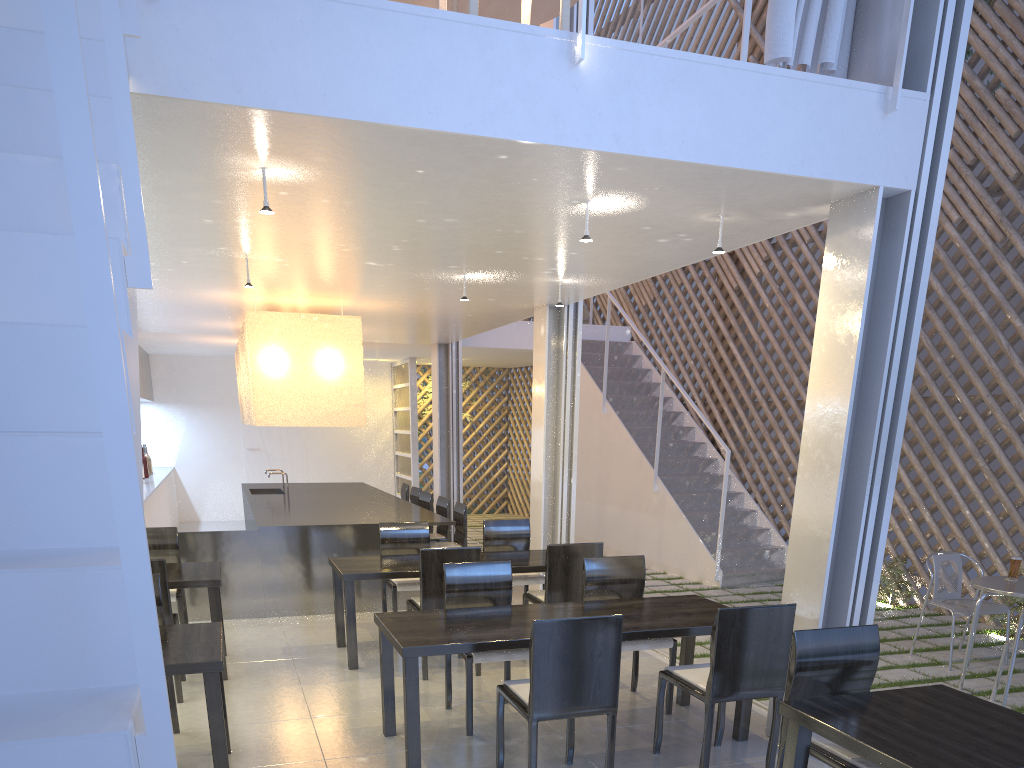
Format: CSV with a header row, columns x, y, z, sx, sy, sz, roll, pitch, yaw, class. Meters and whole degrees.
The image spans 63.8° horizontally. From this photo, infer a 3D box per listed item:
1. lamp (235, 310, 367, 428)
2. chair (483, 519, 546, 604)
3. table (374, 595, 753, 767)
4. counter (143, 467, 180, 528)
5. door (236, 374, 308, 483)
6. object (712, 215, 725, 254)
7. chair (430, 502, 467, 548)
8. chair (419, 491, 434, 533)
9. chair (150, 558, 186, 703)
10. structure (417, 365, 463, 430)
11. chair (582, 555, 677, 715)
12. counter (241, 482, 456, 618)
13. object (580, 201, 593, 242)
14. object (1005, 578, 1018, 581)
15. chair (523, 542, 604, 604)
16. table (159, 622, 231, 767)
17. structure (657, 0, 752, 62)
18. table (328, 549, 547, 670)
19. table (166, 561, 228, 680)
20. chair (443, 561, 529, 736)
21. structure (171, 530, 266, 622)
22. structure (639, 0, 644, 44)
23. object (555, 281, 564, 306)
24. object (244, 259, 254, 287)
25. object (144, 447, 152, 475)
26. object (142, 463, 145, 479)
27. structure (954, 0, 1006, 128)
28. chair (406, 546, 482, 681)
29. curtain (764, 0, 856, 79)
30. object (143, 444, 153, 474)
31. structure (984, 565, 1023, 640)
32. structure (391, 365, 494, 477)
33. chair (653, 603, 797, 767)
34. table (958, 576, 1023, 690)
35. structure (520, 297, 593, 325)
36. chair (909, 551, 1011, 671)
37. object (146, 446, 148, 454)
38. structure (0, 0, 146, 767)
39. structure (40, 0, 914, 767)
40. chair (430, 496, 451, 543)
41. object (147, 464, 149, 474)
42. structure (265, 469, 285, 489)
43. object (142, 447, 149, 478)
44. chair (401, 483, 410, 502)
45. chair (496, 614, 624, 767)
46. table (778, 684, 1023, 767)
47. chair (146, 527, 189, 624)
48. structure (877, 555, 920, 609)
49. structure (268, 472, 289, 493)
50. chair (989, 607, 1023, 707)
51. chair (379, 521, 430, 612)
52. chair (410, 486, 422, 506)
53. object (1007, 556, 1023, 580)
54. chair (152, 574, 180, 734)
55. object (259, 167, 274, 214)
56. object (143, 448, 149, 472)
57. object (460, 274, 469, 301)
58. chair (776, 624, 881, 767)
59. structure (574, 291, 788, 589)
x,y,z,sx,sy,sz,roll,pitch,yaw,class
-1.172,-0.006,4.289,0.445,0.449,2.194,-2,-1,-20,lamp
0.013,0.756,3.215,0.190,0.470,0.220,-4,14,-18,chair
0.142,0.750,2.093,0.912,0.355,0.330,1,8,-18,table
-2.173,0.805,4.855,0.231,0.460,3.460,-4,-1,-20,counter
-1.598,0.372,4.079,0.480,1.243,5.228,-1,-1,-7,door
-0.615,0.058,2.545,1.663,0.875,1.752,0,2,-21,object
-0.353,0.786,3.929,0.239,0.471,0.175,-3,15,-16,chair
-0.576,0.813,4.533,0.237,0.471,0.176,-5,16,-23,chair
-1.072,0.700,2.376,0.190,0.470,0.220,-4,14,-18,chair
-0.317,-1.537,7.437,1.103,4.851,3.081,-6,13,-22,structure
0.329,0.717,2.333,0.190,0.470,0.220,-4,14,-18,chair
-1.033,0.830,4.596,0.811,0.397,2.397,0,-2,-20,counter
0.164,-0.356,1.800,0.029,0.085,0.026,-1,15,-7,object
0.239,0.360,2.121,2.891,0.467,0.056,2,16,-17,object
0.163,0.737,2.795,0.190,0.470,0.220,-4,14,-18,chair
-0.802,0.722,1.787,0.357,0.356,0.330,-2,8,-19,table
0.514,-0.760,2.443,0.028,0.588,1.616,-6,2,-20,structure
-0.158,0.787,2.929,0.912,0.355,0.330,1,8,-18,table
-1.102,0.759,2.624,0.357,0.356,0.330,-2,8,-19,table
-0.059,0.705,2.208,0.190,0.470,0.220,-4,14,-18,chair
-1.281,0.767,3.268,0.554,0.397,0.011,0,17,-17,structure
0.229,-2.043,4.756,1.135,0.611,0.025,0,16,-17,structure
0.163,-0.307,2.793,0.029,0.085,0.026,-1,15,-7,object
-0.797,-0.336,2.483,0.029,0.085,0.026,-1,15,-7,object
-2.426,0.512,5.471,0.045,0.200,0.041,-5,17,-18,object
-2.287,0.496,5.048,0.040,0.195,0.040,15,21,40,object
1.912,-2.122,2.941,0.727,2.920,2.221,-8,13,-28,structure
-0.225,0.726,2.670,0.190,0.470,0.220,-4,14,-18,chair
0.469,-1.871,1.218,0.509,2.597,0.089,-5,18,-19,curtain
-2.455,0.505,5.522,0.047,0.218,0.042,7,18,22,object
1.992,0.849,3.203,0.289,0.347,0.300,-5,11,-33,structure
-0.566,0.145,7.047,1.136,2.144,0.266,-3,17,-17,structure
0.480,0.698,1.913,0.190,0.470,0.220,-4,14,-18,chair
1.601,0.792,2.580,0.340,0.358,0.332,6,10,33,table
0.078,-1.311,6.022,0.528,2.022,1.175,-7,14,-25,structure
1.567,0.785,2.875,0.261,0.408,0.229,-3,13,-18,chair
-2.474,0.515,5.581,0.044,0.199,0.039,-1,16,-6,object
-0.091,-0.820,1.264,1.716,3.547,3.437,-4,9,-19,structure
0.312,-0.227,0.850,1.357,1.920,1.344,-3,11,-18,structure
-0.457,0.799,4.233,0.238,0.471,0.175,-4,15,-20,chair
-2.400,0.498,5.350,0.045,0.218,0.043,-4,17,-16,object
-1.462,0.588,5.076,0.112,0.133,0.031,-2,16,-17,structure
-2.306,0.494,5.146,0.043,0.208,0.042,-8,18,-26,object
-0.773,0.840,5.145,0.239,0.471,0.174,-3,15,-16,chair
0.091,0.687,1.788,0.190,0.470,0.220,-4,14,-18,chair
0.690,0.723,1.384,0.357,0.356,0.330,-2,8,-19,table
-1.233,0.720,2.827,0.190,0.470,0.220,-4,14,-18,chair
1.766,0.909,3.788,0.266,0.280,0.245,-1,9,-11,structure
-1.354,0.575,4.773,0.112,0.133,0.031,-2,16,-17,structure
1.508,0.754,2.267,0.258,0.408,0.232,6,13,25,chair
-0.376,0.744,3.090,0.190,0.470,0.220,-4,14,-18,chair
-0.667,0.826,4.841,0.238,0.471,0.175,-4,15,-20,chair
1.595,0.584,2.612,0.031,0.082,0.029,8,16,25,object
-0.917,0.681,1.945,0.190,0.470,0.220,-4,14,-18,chair
-0.478,-0.375,1.593,0.029,0.085,0.026,-1,15,-7,object
-2.423,0.509,5.417,0.045,0.200,0.042,9,18,26,object
-0.155,-0.317,2.690,0.029,0.085,0.026,-1,15,-7,object
0.649,0.681,1.522,0.190,0.470,0.220,-4,14,-18,chair
0.593,0.064,4.662,1.167,2.102,1.849,-5,10,-26,structure
